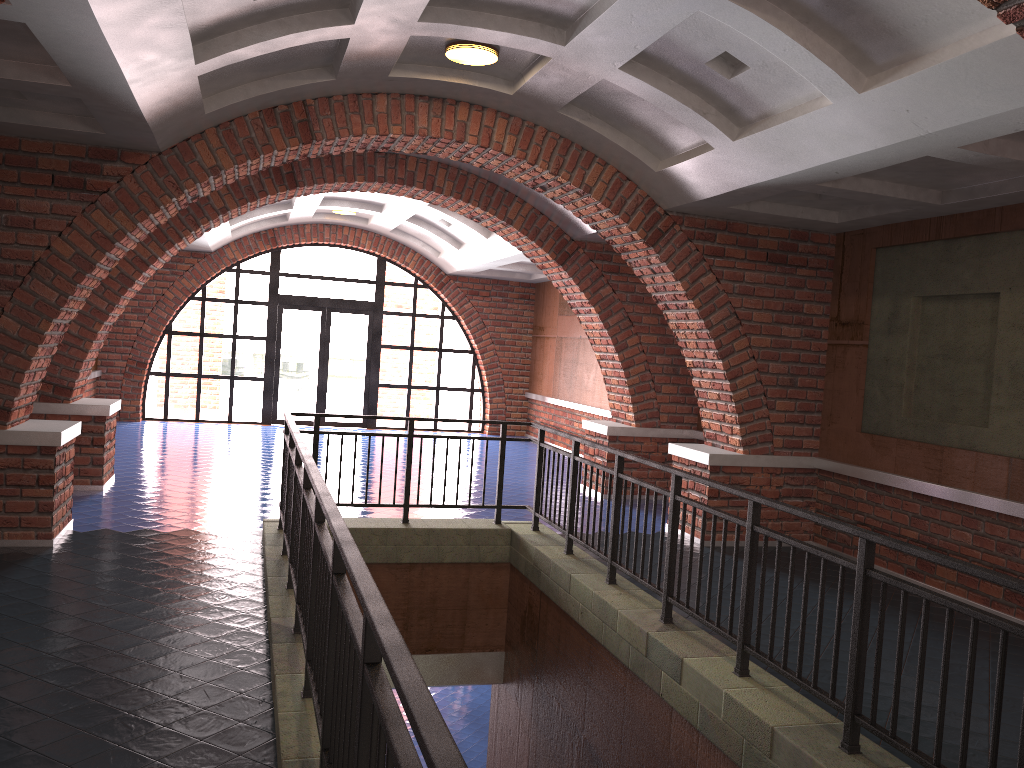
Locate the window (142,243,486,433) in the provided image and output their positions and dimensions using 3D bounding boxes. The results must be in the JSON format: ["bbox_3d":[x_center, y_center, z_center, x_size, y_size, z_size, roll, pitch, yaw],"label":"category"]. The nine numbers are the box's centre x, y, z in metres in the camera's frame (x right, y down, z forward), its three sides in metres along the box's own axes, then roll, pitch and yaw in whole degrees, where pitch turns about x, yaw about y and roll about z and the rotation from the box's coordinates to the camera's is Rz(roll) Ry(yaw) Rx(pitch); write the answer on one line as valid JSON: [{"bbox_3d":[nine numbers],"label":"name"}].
[{"bbox_3d":[-3.433,-0.885,16.541,6.353,3.471,0.100,3,2,-17],"label":"window"}]

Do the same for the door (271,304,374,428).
[{"bbox_3d":[-3.523,-0.322,16.554,1.754,2.236,0.040,3,2,-17],"label":"door"}]

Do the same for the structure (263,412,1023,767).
[{"bbox_3d":[0.475,3.423,2.771,2.464,5.665,11.177,3,2,-17],"label":"structure"}]
